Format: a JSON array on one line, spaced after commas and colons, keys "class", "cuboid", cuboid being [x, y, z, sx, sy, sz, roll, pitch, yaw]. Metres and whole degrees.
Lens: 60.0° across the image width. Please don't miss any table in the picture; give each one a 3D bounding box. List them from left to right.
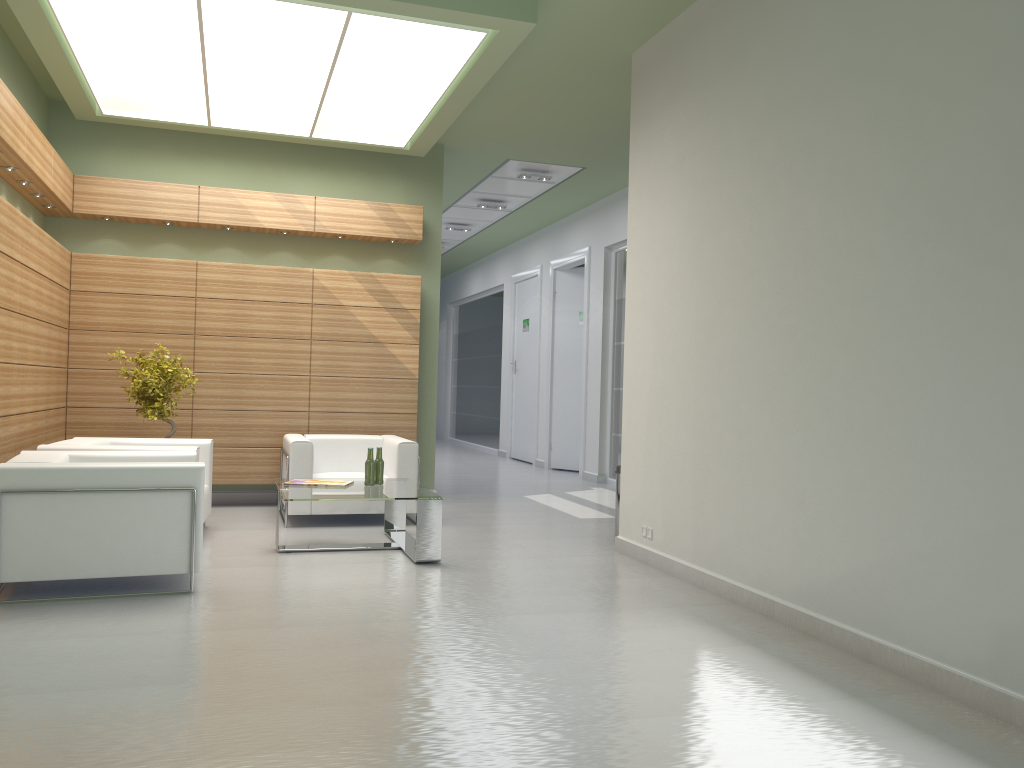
[{"class": "table", "cuboid": [-1.973, 1.639, 10.904, 1.783, 0.742, 2.197, 2, 0, -18]}]

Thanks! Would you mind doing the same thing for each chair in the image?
[{"class": "chair", "cuboid": [-4.096, 1.346, 8.976, 1.802, 1.234, 1.894, 2, 0, -23]}, {"class": "chair", "cuboid": [-4.781, 1.342, 11.197, 1.769, 1.234, 1.894, 2, 0, -13]}, {"class": "chair", "cuboid": [-2.494, 1.422, 13.432, 1.894, 1.234, 1.802, 2, 0, -18]}]

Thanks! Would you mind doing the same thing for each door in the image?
[{"class": "door", "cuboid": [0.334, -0.401, 24.887, 0.250, 5.083, 2.089, 2, 0, -18]}, {"class": "door", "cuboid": [1.858, -0.378, 22.006, 2.089, 5.083, 0.134, 1, -1, 42]}]

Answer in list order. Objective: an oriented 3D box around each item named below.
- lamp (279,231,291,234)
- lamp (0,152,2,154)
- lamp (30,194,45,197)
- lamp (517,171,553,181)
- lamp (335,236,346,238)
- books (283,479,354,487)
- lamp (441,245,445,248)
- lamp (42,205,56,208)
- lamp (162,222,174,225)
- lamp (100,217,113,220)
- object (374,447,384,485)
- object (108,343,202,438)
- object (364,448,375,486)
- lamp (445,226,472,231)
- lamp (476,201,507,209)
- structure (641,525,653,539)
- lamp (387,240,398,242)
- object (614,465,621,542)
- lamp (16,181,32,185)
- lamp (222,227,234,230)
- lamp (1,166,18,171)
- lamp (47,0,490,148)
[{"class": "lamp", "cuboid": [-3.748, -2.526, 14.645, 0.181, 0.074, 0.181, 2, 0, -23]}, {"class": "lamp", "cuboid": [-5.801, -2.618, 9.898, 0.181, 0.074, 0.181, 1, -1, 44]}, {"class": "lamp", "cuboid": [-6.534, -2.622, 12.218, 0.181, 0.074, 0.181, 1, -1, 44]}, {"class": "lamp", "cuboid": [0.451, -4.165, 17.669, 0.657, 0.159, 0.286, 2, 0, -18]}, {"class": "lamp", "cuboid": [-2.887, -2.500, 14.917, 0.181, 0.074, 0.181, 1, 0, 33]}, {"class": "books", "cuboid": [-2.418, 1.243, 11.131, 0.762, 0.025, 0.508, 2, 0, 2]}, {"class": "lamp", "cuboid": [-2.373, -4.183, 26.607, 0.657, 0.159, 0.286, 2, 0, -18]}, {"class": "lamp", "cuboid": [-6.777, -2.624, 12.988, 0.181, 0.074, 0.181, 2, 0, -34]}, {"class": "lamp", "cuboid": [-5.464, -2.579, 14.102, 0.181, 0.074, 0.181, 2, 0, -23]}, {"class": "lamp", "cuboid": [-6.321, -2.605, 13.832, 0.181, 0.074, 0.181, 2, 0, -23]}, {"class": "object", "cuboid": [-1.690, 1.039, 11.256, 0.131, 0.475, 0.131, 1, -1, 37]}, {"class": "object", "cuboid": [-5.213, 0.666, 12.773, 1.116, 2.565, 1.201, 1, -1, 41]}, {"class": "object", "cuboid": [-1.777, 1.036, 11.101, 0.131, 0.475, 0.131, 1, -1, 37]}, {"class": "lamp", "cuboid": [-1.429, -4.177, 23.619, 0.657, 0.159, 0.286, 2, 0, -18]}, {"class": "lamp", "cuboid": [-0.468, -4.171, 20.579, 0.657, 0.159, 0.286, 2, 0, -18]}, {"class": "structure", "cuboid": [1.603, 1.757, 10.528, 0.017, 0.118, 0.262, 2, 0, -18]}, {"class": "lamp", "cuboid": [-2.043, -2.474, 15.183, 0.181, 0.074, 0.181, 2, 0, -23]}, {"class": "object", "cuboid": [1.615, 1.624, 11.931, 0.482, 1.027, 0.483, 1, -1, 44]}, {"class": "lamp", "cuboid": [-6.287, -2.621, 11.436, 0.181, 0.074, 0.181, 2, 0, -34]}, {"class": "lamp", "cuboid": [-4.597, -2.552, 14.376, 0.181, 0.074, 0.181, 1, 0, 33]}, {"class": "lamp", "cuboid": [-6.046, -2.619, 10.674, 0.181, 0.074, 0.181, 2, 0, -34]}, {"class": "lamp", "cuboid": [-3.185, -4.119, 11.539, 4.571, 0.325, 5.060, 2, 0, -18]}]
